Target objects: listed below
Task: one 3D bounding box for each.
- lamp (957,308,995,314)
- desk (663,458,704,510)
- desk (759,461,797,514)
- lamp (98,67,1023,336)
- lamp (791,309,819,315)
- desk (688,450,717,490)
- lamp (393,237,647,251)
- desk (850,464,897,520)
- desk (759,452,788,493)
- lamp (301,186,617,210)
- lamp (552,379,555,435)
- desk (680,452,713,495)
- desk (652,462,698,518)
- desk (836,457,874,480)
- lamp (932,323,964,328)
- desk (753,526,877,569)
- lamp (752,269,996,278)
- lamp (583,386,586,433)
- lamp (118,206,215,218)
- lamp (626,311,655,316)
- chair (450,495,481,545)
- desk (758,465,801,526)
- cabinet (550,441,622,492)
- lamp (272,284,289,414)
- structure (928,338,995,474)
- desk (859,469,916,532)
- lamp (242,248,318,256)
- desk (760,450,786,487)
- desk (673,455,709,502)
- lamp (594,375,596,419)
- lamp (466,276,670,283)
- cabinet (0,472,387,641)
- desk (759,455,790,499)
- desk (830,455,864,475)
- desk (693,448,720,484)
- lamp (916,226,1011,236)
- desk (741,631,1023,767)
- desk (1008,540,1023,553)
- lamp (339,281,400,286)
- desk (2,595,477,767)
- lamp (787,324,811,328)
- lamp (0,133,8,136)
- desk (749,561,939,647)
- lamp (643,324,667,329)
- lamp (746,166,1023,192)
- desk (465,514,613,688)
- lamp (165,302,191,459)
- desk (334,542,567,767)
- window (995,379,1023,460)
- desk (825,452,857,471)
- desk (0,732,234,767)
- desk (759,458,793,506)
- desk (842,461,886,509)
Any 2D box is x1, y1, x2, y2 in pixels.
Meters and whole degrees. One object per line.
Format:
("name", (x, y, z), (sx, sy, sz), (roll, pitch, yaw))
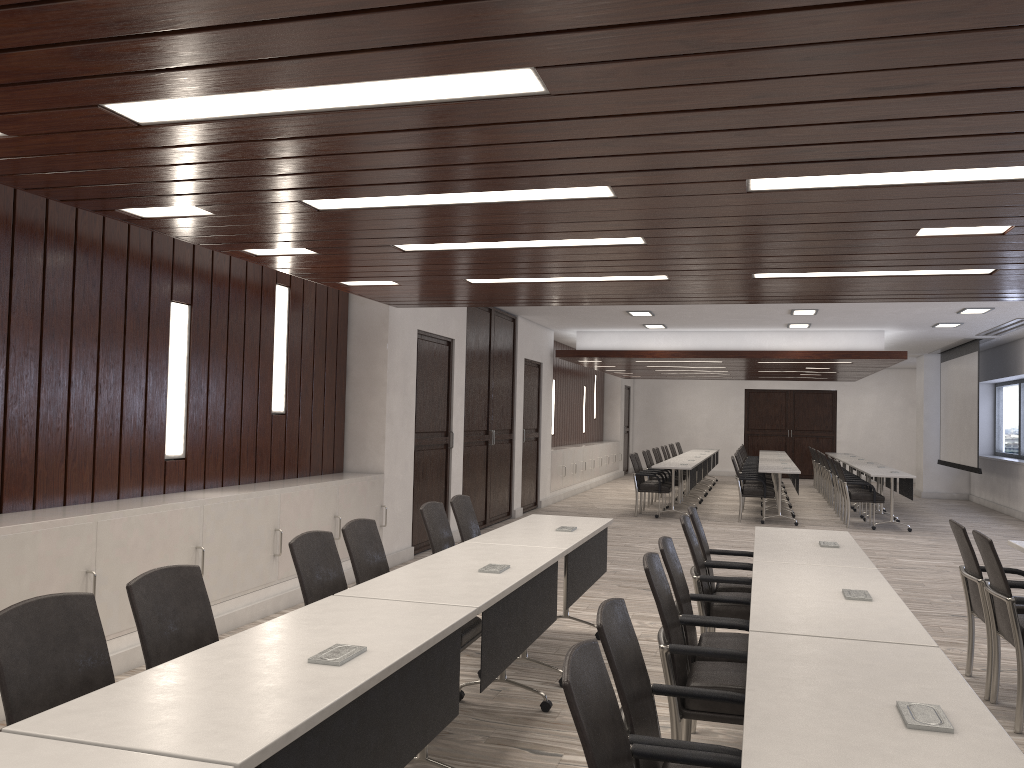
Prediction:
("lamp", (5.788, -0.965, 11.077), (0.324, 0.120, 0.519), (1, -2, 16))
("desk", (2.941, 1.692, 15.171), (0.577, 0.795, 1.509), (1, -2, 16))
("desk", (4.403, 1.713, 14.759), (0.577, 0.795, 1.509), (1, -2, 16))
("lamp", (3.572, -0.900, 8.132), (1.469, 0.552, 14.295), (0, -3, 38))
("lamp", (3.832, -0.992, 11.628), (0.324, 0.120, 0.519), (1, -2, 16))
("desk", (4.175, 1.879, 19.559), (0.577, 0.795, 1.509), (1, -2, 16))
("lamp", (0.026, -0.837, 5.169), (1.496, 0.045, 0.236), (1, -2, 16))
("desk", (5.844, 1.733, 14.353), (0.577, 0.795, 1.509), (1, -2, 16))
("desk", (5.637, 1.900, 19.147), (0.577, 0.795, 1.509), (1, -2, 16))
("lamp", (-0.271, -0.882, 4.111), (1.496, 0.045, 0.236), (1, -2, 16))
("lamp", (0.741, 0.442, 16.959), (0.094, 1.058, 0.236), (1, -2, 16))
("desk", (3.762, 1.817, 18.091), (0.577, 0.795, 1.509), (1, -2, 16))
("desk", (2.529, 1.630, 13.706), (0.577, 0.795, 1.509), (1, -2, 16))
("desk", (6.665, 1.857, 17.273), (0.577, 0.795, 1.509), (1, -2, 16))
("lamp", (6.250, -0.895, 12.723), (0.324, 0.120, 0.519), (1, -2, 16))
("desk", (1.671, 1.299, 5.042), (0.577, 0.795, 1.509), (1, -2, 16))
("lamp", (2.366, -0.756, 5.880), (1.496, 0.045, 0.236), (1, -2, 16))
("lamp", (1.574, 0.569, 19.922), (0.094, 1.058, 0.236), (1, -2, 16))
("lamp", (-1.759, -0.903, 4.530), (0.464, 0.045, 0.236), (1, -2, 16))
("lamp", (1.774, -1.021, 12.208), (0.324, 0.120, 0.519), (1, -2, 16))
("chair", (-0.079, 1.212, 5.812), (0.638, 0.939, 0.513), (1, -2, 15))
("desk", (3.991, 1.650, 13.294), (0.577, 0.795, 1.509), (1, -2, 16))
("cabinet", (1.505, 1.631, 18.643), (0.476, 0.698, 7.540), (1, -2, 16))
("lamp", (-1.960, -0.286, 7.335), (0.094, 1.058, 0.236), (1, -2, 16))
("structure", (8.099, 0.368, 16.112), (0.438, 2.329, 3.550), (1, -2, 16))
("desk", (5.432, 1.670, 12.888), (0.577, 0.795, 1.509), (1, -2, 16))
("lamp", (-1.462, -0.858, 5.588), (0.464, 0.045, 0.236), (1, -2, 16))
("desk", (6.049, 1.962, 20.611), (0.577, 0.795, 1.509), (1, -2, 16))
("desk", (3.350, 1.754, 16.627), (0.577, 0.795, 1.509), (1, -2, 16))
("lamp", (1.939, 0.305, 21.203), (0.094, 1.058, 0.236), (1, -2, 16))
("lamp", (0.383, -0.783, 6.439), (1.496, 0.045, 0.236), (1, -2, 16))
("cabinet", (-2.398, 1.040, 4.760), (0.476, 0.698, 7.540), (1, -2, 16))
("desk", (5.224, 1.837, 17.679), (0.577, 0.795, 1.509), (1, -2, 16))
("desk", (7.078, 1.920, 18.741), (0.577, 0.795, 1.509), (1, -2, 16))
("desk", (4.587, 1.942, 21.023), (0.577, 0.795, 1.509), (1, -2, 16))
("lamp", (2.301, -0.806, 4.528), (0.421, 0.046, 0.236), (1, -2, 16))
("desk", (0.847, 1.174, 2.110), (0.577, 0.795, 1.509), (1, -2, 16))
("desk", (3.112, 1.319, 4.636), (0.577, 0.795, 1.509), (1, -2, 16))
("lamp", (-1.105, -0.804, 6.858), (0.464, 0.045, 0.236), (1, -2, 16))
("desk", (-0.615, 1.153, 2.522), (0.577, 0.795, 1.509), (1, -2, 16))
("lamp", (4.295, -0.922, 13.274), (0.324, 0.120, 0.519), (1, -2, 16))
("lamp", (-2.116, -0.957, 3.261), (0.464, 0.045, 0.236), (1, -2, 16))
("desk", (1.259, 1.236, 3.577), (0.577, 0.795, 1.509), (1, -2, 16))
("lamp", (2.237, -0.950, 13.854), (0.324, 0.120, 0.519), (1, -2, 16))
("lamp", (1.712, -0.855, 3.552), (1.496, 0.045, 0.236), (1, -2, 16))
("desk", (0.209, 1.278, 5.454), (0.577, 0.795, 1.509), (1, -2, 16))
("lamp", (-2.325, -0.022, 6.055), (0.094, 1.058, 0.236), (1, -2, 16))
("desk", (-0.203, 1.216, 3.989), (0.577, 0.795, 1.509), (1, -2, 16))
("window", (8.165, 0.485, 12.445), (0.118, 1.419, 10.452), (1, -2, 16))
("desk", (7.490, 1.982, 20.205), (0.577, 0.795, 1.509), (1, -2, 16))
("desk", (-1.027, 1.091, 1.057), (0.577, 0.795, 1.509), (1, -2, 16))
("desk", (4.812, 1.775, 16.215), (0.577, 0.795, 1.509), (1, -2, 16))
("desk", (6.253, 1.795, 15.809), (0.577, 0.795, 1.509), (1, -2, 16))
